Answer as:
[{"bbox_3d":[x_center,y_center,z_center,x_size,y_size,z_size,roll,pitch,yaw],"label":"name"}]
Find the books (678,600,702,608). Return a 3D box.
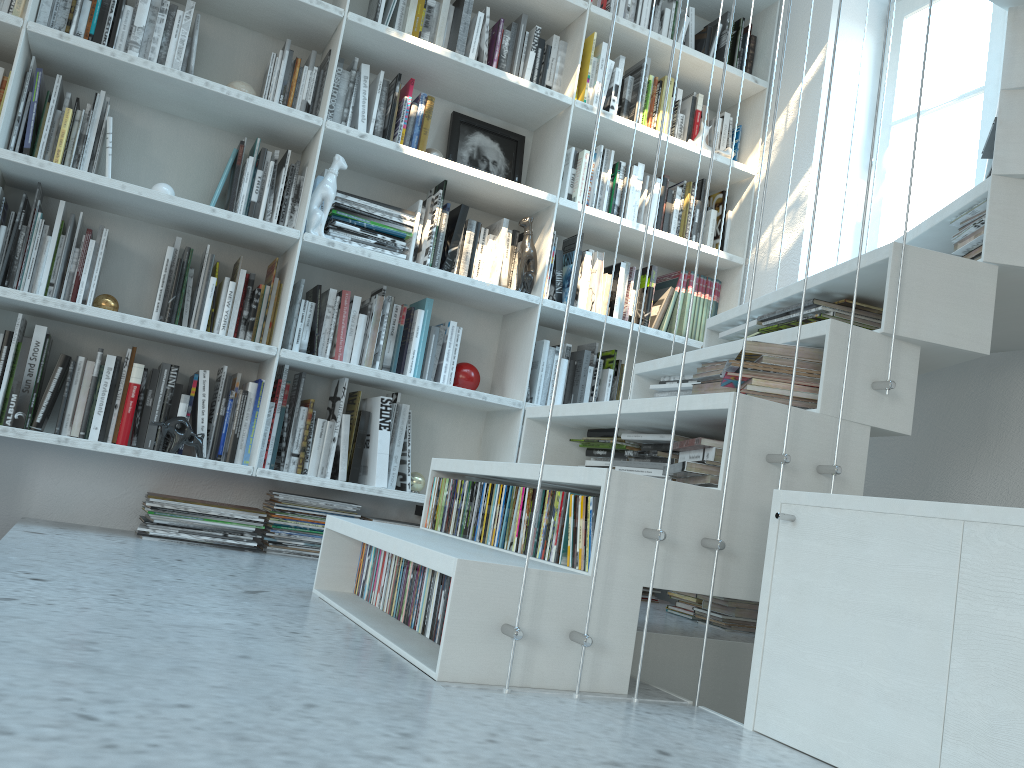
[{"bbox_3d":[0.695,0.759,3.019,0.225,0.007,0.133,13,-9,-27],"label":"books"}]

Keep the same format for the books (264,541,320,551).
[{"bbox_3d":[-0.681,0.531,2.905,0.254,0.007,0.161,13,-8,-23],"label":"books"}]

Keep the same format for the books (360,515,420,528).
[{"bbox_3d":[-0.330,0.491,3.069,0.368,0.007,0.206,13,-8,-22],"label":"books"}]

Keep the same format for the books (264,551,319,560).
[{"bbox_3d":[-0.683,0.558,2.898,0.254,0.007,0.161,12,-8,-21],"label":"books"}]

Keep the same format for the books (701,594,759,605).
[{"bbox_3d":[0.727,0.690,2.846,0.262,0.006,0.184,13,-8,-23],"label":"books"}]

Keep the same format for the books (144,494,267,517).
[{"bbox_3d":[-0.962,0.381,2.779,0.346,0.007,0.193,13,-9,-26],"label":"books"}]

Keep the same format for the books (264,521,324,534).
[{"bbox_3d":[-0.667,0.477,2.904,0.285,0.007,0.159,14,-9,-29],"label":"books"}]

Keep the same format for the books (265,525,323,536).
[{"bbox_3d":[-0.672,0.484,2.912,0.254,0.007,0.161,13,-8,-23],"label":"books"}]

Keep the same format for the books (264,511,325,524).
[{"bbox_3d":[-0.667,0.445,2.914,0.285,0.005,0.159,13,-9,-26],"label":"books"}]

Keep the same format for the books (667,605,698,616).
[{"bbox_3d":[0.690,0.784,3.017,0.298,0.010,0.142,13,-9,-25],"label":"books"}]

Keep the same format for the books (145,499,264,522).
[{"bbox_3d":[-0.964,0.396,2.778,0.346,0.007,0.193,13,-8,-22],"label":"books"}]

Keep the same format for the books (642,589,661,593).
[{"bbox_3d":[0.361,0.756,3.376,0.368,0.007,0.206,12,-8,-18],"label":"books"}]

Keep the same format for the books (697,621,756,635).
[{"bbox_3d":[0.721,0.784,2.813,0.231,0.020,0.142,13,-8,-24],"label":"books"}]

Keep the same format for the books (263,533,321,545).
[{"bbox_3d":[-0.673,0.511,2.903,0.254,0.007,0.161,14,-9,-28],"label":"books"}]

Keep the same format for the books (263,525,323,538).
[{"bbox_3d":[-0.670,0.491,2.905,0.285,0.007,0.159,14,-9,-28],"label":"books"}]

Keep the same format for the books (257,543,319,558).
[{"bbox_3d":[-0.685,0.552,2.905,0.285,0.007,0.159,13,-8,-24],"label":"books"}]

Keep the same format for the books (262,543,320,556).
[{"bbox_3d":[-0.680,0.544,2.898,0.254,0.007,0.161,12,-8,-20],"label":"books"}]

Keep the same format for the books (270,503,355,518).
[{"bbox_3d":[-0.657,0.414,2.915,0.254,0.005,0.161,12,-8,-20],"label":"books"}]

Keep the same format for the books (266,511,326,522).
[{"bbox_3d":[-0.667,0.440,2.916,0.254,0.005,0.161,13,-9,-25],"label":"books"}]

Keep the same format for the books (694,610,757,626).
[{"bbox_3d":[0.720,0.752,2.832,0.224,0.012,0.160,12,-8,-20],"label":"books"}]

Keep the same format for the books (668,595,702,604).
[{"bbox_3d":[0.691,0.748,3.031,0.272,0.004,0.164,13,-9,-25],"label":"books"}]

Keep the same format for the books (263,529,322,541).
[{"bbox_3d":[-0.671,0.497,2.904,0.254,0.007,0.161,14,-9,-28],"label":"books"}]

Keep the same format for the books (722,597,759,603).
[{"bbox_3d":[0.729,0.680,2.848,0.233,0.015,0.169,12,-8,-19],"label":"books"}]

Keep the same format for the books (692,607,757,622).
[{"bbox_3d":[0.725,0.741,2.825,0.259,0.009,0.152,13,-8,-23],"label":"books"}]

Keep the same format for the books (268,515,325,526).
[{"bbox_3d":[-0.670,0.451,2.917,0.254,0.005,0.161,13,-8,-24],"label":"books"}]

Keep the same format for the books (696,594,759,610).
[{"bbox_3d":[0.731,0.700,2.833,0.233,0.017,0.163,13,-8,-24],"label":"books"}]

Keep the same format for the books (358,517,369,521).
[{"bbox_3d":[-0.327,0.498,3.060,0.368,0.007,0.206,14,-9,-29],"label":"books"}]

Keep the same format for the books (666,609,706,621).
[{"bbox_3d":[0.687,0.797,3.018,0.290,0.008,0.147,13,-8,-23],"label":"books"}]

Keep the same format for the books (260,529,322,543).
[{"bbox_3d":[-0.673,0.504,2.908,0.285,0.007,0.159,13,-8,-22],"label":"books"}]

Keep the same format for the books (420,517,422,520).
[{"bbox_3d":[-0.191,0.493,3.091,0.159,0.012,0.285,13,-9,-28],"label":"books"}]

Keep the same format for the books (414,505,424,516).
[{"bbox_3d":[-0.200,0.462,3.088,0.205,0.035,0.267,13,-8,-23],"label":"books"}]

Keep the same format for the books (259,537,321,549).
[{"bbox_3d":[-0.677,0.524,2.900,0.285,0.007,0.159,14,-9,-28],"label":"books"}]

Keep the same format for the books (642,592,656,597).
[{"bbox_3d":[0.357,0.772,3.377,0.328,0.008,0.207,12,-8,-21],"label":"books"}]

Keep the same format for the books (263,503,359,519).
[{"bbox_3d":[-0.661,0.419,2.912,0.285,0.005,0.159,14,-9,-28],"label":"books"}]

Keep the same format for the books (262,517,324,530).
[{"bbox_3d":[-0.668,0.464,2.915,0.285,0.007,0.159,13,-8,-23],"label":"books"}]

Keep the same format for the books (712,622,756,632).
[{"bbox_3d":[0.733,0.768,2.795,0.190,0.011,0.091,13,-9,-26],"label":"books"}]

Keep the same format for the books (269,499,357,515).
[{"bbox_3d":[-0.655,0.403,2.914,0.254,0.005,0.161,14,-9,-29],"label":"books"}]

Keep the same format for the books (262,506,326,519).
[{"bbox_3d":[-0.665,0.430,2.918,0.285,0.005,0.159,13,-9,-25],"label":"books"}]

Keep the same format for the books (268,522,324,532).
[{"bbox_3d":[-0.669,0.471,2.913,0.254,0.007,0.161,13,-8,-23],"label":"books"}]

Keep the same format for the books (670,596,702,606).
[{"bbox_3d":[0.695,0.753,3.021,0.250,0.006,0.189,14,-9,-29],"label":"books"}]

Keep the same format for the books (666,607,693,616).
[{"bbox_3d":[0.687,0.791,3.021,0.265,0.004,0.186,13,-9,-25],"label":"books"}]

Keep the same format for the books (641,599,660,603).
[{"bbox_3d":[0.353,0.794,3.374,0.368,0.007,0.206,12,-8,-21],"label":"books"}]

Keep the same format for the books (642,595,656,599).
[{"bbox_3d":[0.358,0.779,3.370,0.328,0.008,0.207,12,-8,-19],"label":"books"}]

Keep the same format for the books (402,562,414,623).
[{"bbox_3d":[-0.151,0.421,1.778,0.125,0.125,0.010,13,-8,-24],"label":"books"}]

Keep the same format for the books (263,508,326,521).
[{"bbox_3d":[-0.666,0.435,2.917,0.285,0.005,0.159,13,-8,-23],"label":"books"}]

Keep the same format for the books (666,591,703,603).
[{"bbox_3d":[0.693,0.741,3.031,0.286,0.010,0.165,13,-8,-24],"label":"books"}]

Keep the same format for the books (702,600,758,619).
[{"bbox_3d":[0.727,0.723,2.831,0.179,0.029,0.152,13,-9,-28],"label":"books"}]

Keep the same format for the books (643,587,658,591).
[{"bbox_3d":[0.361,0.749,3.380,0.328,0.008,0.207,12,-8,-21],"label":"books"}]

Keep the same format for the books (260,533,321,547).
[{"bbox_3d":[-0.673,0.518,2.899,0.285,0.007,0.159,12,-8,-19],"label":"books"}]

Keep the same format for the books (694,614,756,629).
[{"bbox_3d":[0.721,0.761,2.824,0.243,0.008,0.147,13,-9,-27],"label":"books"}]

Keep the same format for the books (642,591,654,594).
[{"bbox_3d":[0.356,0.764,3.385,0.328,0.008,0.207,13,-8,-24],"label":"books"}]

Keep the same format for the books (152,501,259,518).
[{"bbox_3d":[-0.963,0.388,2.778,0.308,0.008,0.195,13,-8,-22],"label":"books"}]

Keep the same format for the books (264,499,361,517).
[{"bbox_3d":[-0.657,0.409,2.917,0.285,0.005,0.159,13,-9,-27],"label":"books"}]

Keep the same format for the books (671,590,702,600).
[{"bbox_3d":[0.694,0.729,3.036,0.254,0.015,0.159,13,-9,-27],"label":"books"}]

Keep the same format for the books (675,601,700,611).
[{"bbox_3d":[0.691,0.771,3.020,0.237,0.017,0.138,13,-9,-27],"label":"books"}]

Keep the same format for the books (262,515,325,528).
[{"bbox_3d":[-0.668,0.458,2.918,0.285,0.007,0.159,13,-8,-24],"label":"books"}]

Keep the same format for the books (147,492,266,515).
[{"bbox_3d":[-0.960,0.374,2.780,0.346,0.007,0.193,13,-8,-22],"label":"books"}]

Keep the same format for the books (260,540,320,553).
[{"bbox_3d":[-0.683,0.538,2.906,0.254,0.007,0.161,13,-8,-24],"label":"books"}]
